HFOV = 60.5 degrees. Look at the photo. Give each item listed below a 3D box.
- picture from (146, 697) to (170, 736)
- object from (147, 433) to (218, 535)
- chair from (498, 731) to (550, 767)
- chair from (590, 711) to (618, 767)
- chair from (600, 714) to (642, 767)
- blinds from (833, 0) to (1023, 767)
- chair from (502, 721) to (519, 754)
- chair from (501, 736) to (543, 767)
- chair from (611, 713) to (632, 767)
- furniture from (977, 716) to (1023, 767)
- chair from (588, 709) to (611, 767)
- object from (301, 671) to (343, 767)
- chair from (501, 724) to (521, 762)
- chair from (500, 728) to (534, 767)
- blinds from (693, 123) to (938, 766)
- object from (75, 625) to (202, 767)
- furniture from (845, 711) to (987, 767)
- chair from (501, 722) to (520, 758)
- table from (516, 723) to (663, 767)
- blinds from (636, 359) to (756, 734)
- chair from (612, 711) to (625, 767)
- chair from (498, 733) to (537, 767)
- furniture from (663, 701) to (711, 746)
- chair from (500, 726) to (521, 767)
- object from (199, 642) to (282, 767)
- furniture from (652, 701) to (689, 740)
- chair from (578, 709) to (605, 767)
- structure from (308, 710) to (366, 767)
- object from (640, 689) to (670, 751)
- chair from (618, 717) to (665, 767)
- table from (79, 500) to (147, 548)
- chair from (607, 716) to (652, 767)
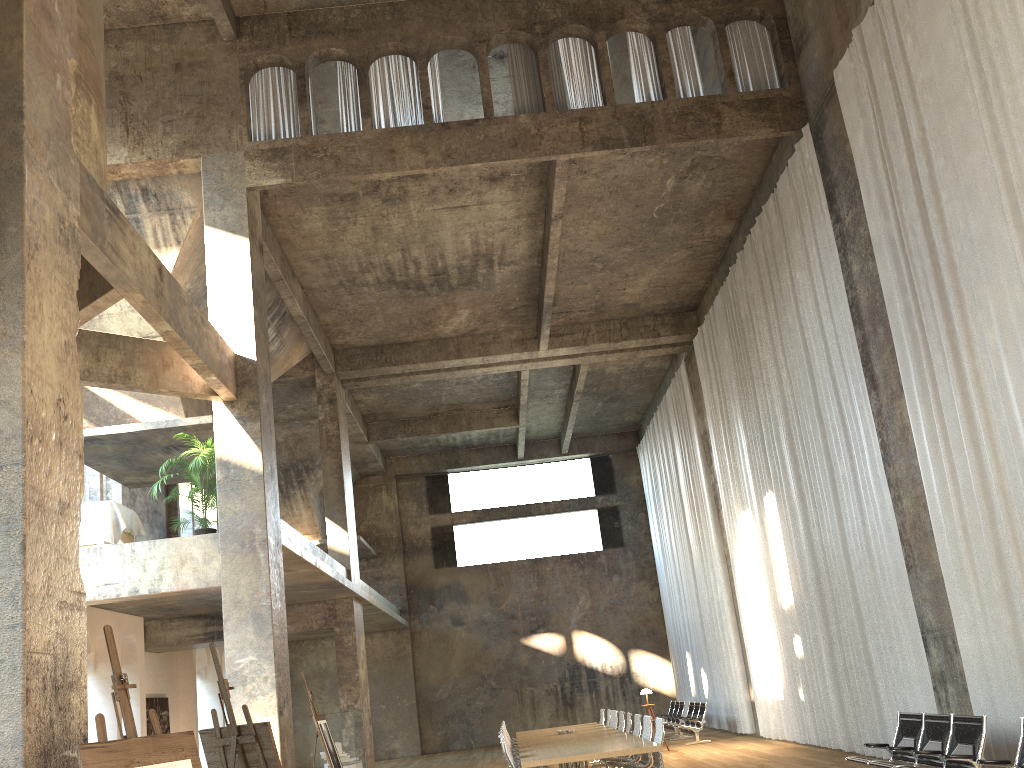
[{"bbox_3d":[-7.416,7.443,18.341,0.069,1.716,1.552,-7,-15,-3],"label":"picture"},{"bbox_3d":[-4.373,1.471,12.682,1.403,1.754,1.398,-8,-15,4],"label":"object"},{"bbox_3d":[0.180,5.329,12.241,0.698,0.994,0.687,-6,-15,-3],"label":"chair"},{"bbox_3d":[1.555,6.153,15.063,0.698,0.994,0.687,-6,-15,-3],"label":"chair"},{"bbox_3d":[1.577,5.220,12.410,0.700,0.994,0.686,-8,-15,3],"label":"chair"},{"bbox_3d":[4.601,-1.196,6.534,0.275,8.378,8.086,-7,-16,-2],"label":"blinds"},{"bbox_3d":[0.168,6.901,16.719,0.700,0.994,0.686,-8,-15,4],"label":"chair"},{"bbox_3d":[0.231,4.733,10.560,0.700,0.994,0.686,-8,-15,3],"label":"chair"},{"bbox_3d":[1.571,5.530,13.289,0.700,0.994,0.685,-9,-15,6],"label":"chair"},{"bbox_3d":[4.005,2.917,6.412,0.708,0.815,1.935,-6,-18,-2],"label":"furniture"},{"bbox_3d":[1.552,6.448,15.900,0.700,0.994,0.685,-9,-15,6],"label":"chair"},{"bbox_3d":[-2.318,4.641,10.988,0.684,2.081,0.723,-6,-13,-3],"label":"object"},{"bbox_3d":[0.175,6.260,14.894,0.700,0.994,0.686,-8,-15,3],"label":"chair"},{"bbox_3d":[0.182,5.649,13.154,0.700,0.994,0.686,-8,-15,3],"label":"chair"},{"bbox_3d":[4.568,1.774,14.987,0.275,8.378,8.086,-7,-16,-2],"label":"blinds"},{"bbox_3d":[-1.726,2.186,4.191,0.692,2.081,0.715,-13,-14,23],"label":"object"},{"bbox_3d":[3.996,3.738,8.747,0.708,0.815,1.935,-6,-18,-2],"label":"furniture"},{"bbox_3d":[0.170,6.576,15.791,0.699,0.994,0.686,-7,-15,1],"label":"chair"},{"bbox_3d":[0.929,5.835,13.558,1.600,0.735,7.975,-6,-19,-2],"label":"table"},{"bbox_3d":[4.534,4.752,23.467,0.275,8.378,8.090,-6,-16,-3],"label":"blinds"},{"bbox_3d":[1.570,5.832,14.151,0.700,0.994,0.686,-8,-15,3],"label":"chair"},{"bbox_3d":[0.192,5.034,11.404,0.700,0.994,0.685,-9,-15,6],"label":"chair"},{"bbox_3d":[3.897,7.600,19.723,0.708,0.815,1.935,-6,-18,-2],"label":"furniture"},{"bbox_3d":[0.182,5.951,14.015,0.700,0.994,0.685,-9,-15,6],"label":"chair"},{"bbox_3d":[-1.838,2.846,6.035,0.712,2.081,0.695,-14,-15,29],"label":"object"},{"bbox_3d":[3.888,8.420,22.058,0.708,0.815,1.935,-6,-18,-2],"label":"furniture"},{"bbox_3d":[1.520,6.748,16.744,0.700,0.994,0.686,-8,-15,3],"label":"chair"},{"bbox_3d":[-2.310,5.206,11.802,0.594,1.500,0.766,-7,-14,-2],"label":"structure"},{"bbox_3d":[2.750,6.913,18.009,0.579,1.258,0.669,-15,-16,30],"label":"object"},{"bbox_3d":[-1.234,4.917,10.563,12.943,1.001,32.569,-6,-19,-2],"label":"chair"},{"bbox_3d":[-6.252,2.189,12.607,1.748,0.778,1.153,-6,-17,-2],"label":"table"},{"bbox_3d":[1.583,4.905,11.513,0.699,0.994,0.686,-7,-15,1],"label":"chair"}]
